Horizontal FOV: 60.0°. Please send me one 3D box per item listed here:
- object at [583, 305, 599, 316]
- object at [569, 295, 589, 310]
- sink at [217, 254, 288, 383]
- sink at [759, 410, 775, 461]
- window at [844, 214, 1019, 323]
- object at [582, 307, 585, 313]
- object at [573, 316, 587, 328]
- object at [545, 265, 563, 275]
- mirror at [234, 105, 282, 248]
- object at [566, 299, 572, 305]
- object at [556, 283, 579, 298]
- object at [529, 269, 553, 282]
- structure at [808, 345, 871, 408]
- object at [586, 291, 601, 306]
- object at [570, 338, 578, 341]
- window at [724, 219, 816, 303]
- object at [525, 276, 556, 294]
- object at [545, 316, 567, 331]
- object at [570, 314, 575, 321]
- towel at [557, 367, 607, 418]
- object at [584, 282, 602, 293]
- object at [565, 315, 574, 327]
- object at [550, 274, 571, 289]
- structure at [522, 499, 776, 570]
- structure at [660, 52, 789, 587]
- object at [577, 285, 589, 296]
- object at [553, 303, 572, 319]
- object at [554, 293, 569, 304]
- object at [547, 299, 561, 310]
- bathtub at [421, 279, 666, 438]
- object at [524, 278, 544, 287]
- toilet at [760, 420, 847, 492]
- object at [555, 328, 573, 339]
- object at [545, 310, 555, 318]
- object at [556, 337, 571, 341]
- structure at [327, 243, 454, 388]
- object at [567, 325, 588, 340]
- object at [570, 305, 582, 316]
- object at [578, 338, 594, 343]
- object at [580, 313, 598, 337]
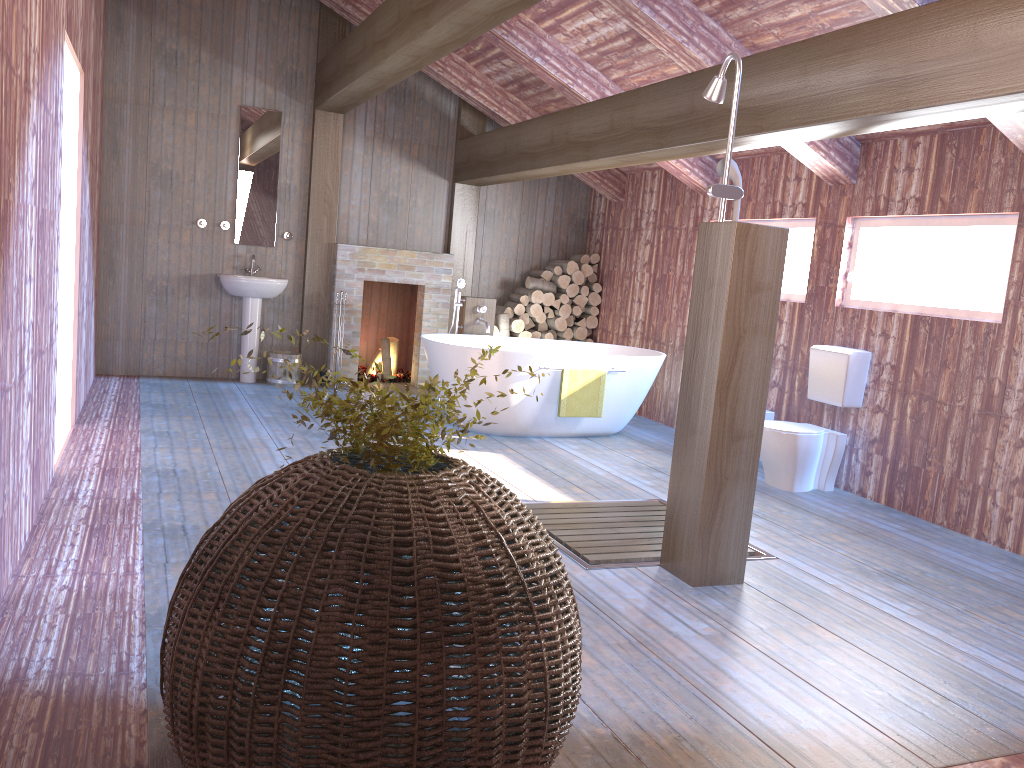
[{"bbox_3d":[0.744,-0.766,9.056,0.102,0.109,0.438,2,8,-23],"label":"object"},{"bbox_3d":[0.593,-0.845,9.011,0.172,0.151,0.482,2,8,-22],"label":"object"},{"bbox_3d":[-2.300,-0.569,7.844,0.582,1.143,0.475,2,8,-24],"label":"sink"},{"bbox_3d":[1.590,0.288,6.400,0.515,0.517,0.335,2,8,-22],"label":"sink"},{"bbox_3d":[2.469,-0.702,5.268,0.054,0.587,1.255,2,8,-22],"label":"window"},{"bbox_3d":[0.670,-0.774,9.073,0.088,0.092,0.280,2,8,-22],"label":"object"},{"bbox_3d":[0.619,-0.651,9.023,0.115,0.112,0.423,2,8,-23],"label":"object"},{"bbox_3d":[0.415,-1.135,8.844,0.094,0.097,0.227,2,8,-22],"label":"object"},{"bbox_3d":[-2.255,-1.831,7.879,0.350,1.199,0.009,2,8,-23],"label":"mirror"},{"bbox_3d":[0.508,-0.820,8.923,0.095,0.090,0.278,2,8,-22],"label":"object"},{"bbox_3d":[0.514,-0.947,8.929,0.143,0.151,0.440,2,8,-23],"label":"object"},{"bbox_3d":[0.289,-1.085,8.916,0.140,0.121,0.319,2,8,-22],"label":"object"},{"bbox_3d":[2.079,-0.054,5.681,0.182,0.363,0.358,2,8,-22],"label":"structure"},{"bbox_3d":[0.746,-0.884,9.041,0.147,0.152,0.439,2,8,-23],"label":"object"},{"bbox_3d":[0.548,-0.436,9.139,0.118,0.106,0.319,2,8,-25],"label":"object"},{"bbox_3d":[1.896,-0.939,6.685,0.054,0.587,1.255,2,8,-22],"label":"window"},{"bbox_3d":[0.284,-0.968,8.715,0.302,0.157,0.121,2,8,-22],"label":"object"},{"bbox_3d":[0.393,-0.624,8.931,0.141,0.143,0.437,2,8,-25],"label":"object"},{"bbox_3d":[0.574,-0.678,8.985,0.065,0.069,0.177,2,8,-24],"label":"object"},{"bbox_3d":[0.509,0.062,6.389,0.370,0.361,0.032,1,8,-27],"label":"towel"},{"bbox_3d":[0.769,-0.994,9.028,0.102,0.109,0.438,2,8,-23],"label":"object"},{"bbox_3d":[0.508,-0.654,8.960,0.111,0.118,0.302,2,8,-24],"label":"object"},{"bbox_3d":[0.425,-1.042,8.895,0.139,0.148,0.458,2,8,-23],"label":"object"},{"bbox_3d":[0.574,0.741,4.373,1.000,0.067,1.000,2,8,-23],"label":"structure"},{"bbox_3d":[0.901,-0.275,3.743,0.328,2.209,0.522,5,7,-3],"label":"structure"},{"bbox_3d":[0.644,-0.955,8.981,0.089,0.106,0.437,2,8,-22],"label":"object"},{"bbox_3d":[0.444,-0.745,8.933,0.136,0.157,0.439,2,8,-22],"label":"object"},{"bbox_3d":[0.436,-0.872,8.904,0.102,0.109,0.438,2,8,-23],"label":"object"},{"bbox_3d":[0.348,-0.805,8.878,0.109,0.124,0.424,2,8,-24],"label":"object"},{"bbox_3d":[0.258,-0.189,6.868,1.935,1.109,1.460,5,7,-1],"label":"bathtub"},{"bbox_3d":[0.232,-1.002,8.905,0.113,0.130,0.291,2,8,-22],"label":"object"},{"bbox_3d":[1.775,0.463,5.646,0.534,0.400,0.375,2,8,-22],"label":"toilet"},{"bbox_3d":[0.501,-0.526,8.967,0.114,0.113,0.301,2,8,-25],"label":"object"},{"bbox_3d":[0.341,-0.717,8.898,0.085,0.096,0.280,2,8,-22],"label":"object"},{"bbox_3d":[0.494,-0.419,8.977,0.116,0.117,0.289,2,8,-25],"label":"object"},{"bbox_3d":[-1.171,-0.624,8.463,1.130,1.330,0.226,2,8,-23],"label":"structure"},{"bbox_3d":[0.605,-0.537,9.044,0.137,0.133,0.437,2,8,-25],"label":"object"},{"bbox_3d":[0.565,-0.762,8.979,0.102,0.109,0.438,2,8,-23],"label":"object"},{"bbox_3d":[0.685,-0.421,9.112,0.139,0.137,0.455,2,8,-25],"label":"object"},{"bbox_3d":[0.716,-0.603,9.082,0.137,0.256,0.439,2,8,-23],"label":"object"}]
